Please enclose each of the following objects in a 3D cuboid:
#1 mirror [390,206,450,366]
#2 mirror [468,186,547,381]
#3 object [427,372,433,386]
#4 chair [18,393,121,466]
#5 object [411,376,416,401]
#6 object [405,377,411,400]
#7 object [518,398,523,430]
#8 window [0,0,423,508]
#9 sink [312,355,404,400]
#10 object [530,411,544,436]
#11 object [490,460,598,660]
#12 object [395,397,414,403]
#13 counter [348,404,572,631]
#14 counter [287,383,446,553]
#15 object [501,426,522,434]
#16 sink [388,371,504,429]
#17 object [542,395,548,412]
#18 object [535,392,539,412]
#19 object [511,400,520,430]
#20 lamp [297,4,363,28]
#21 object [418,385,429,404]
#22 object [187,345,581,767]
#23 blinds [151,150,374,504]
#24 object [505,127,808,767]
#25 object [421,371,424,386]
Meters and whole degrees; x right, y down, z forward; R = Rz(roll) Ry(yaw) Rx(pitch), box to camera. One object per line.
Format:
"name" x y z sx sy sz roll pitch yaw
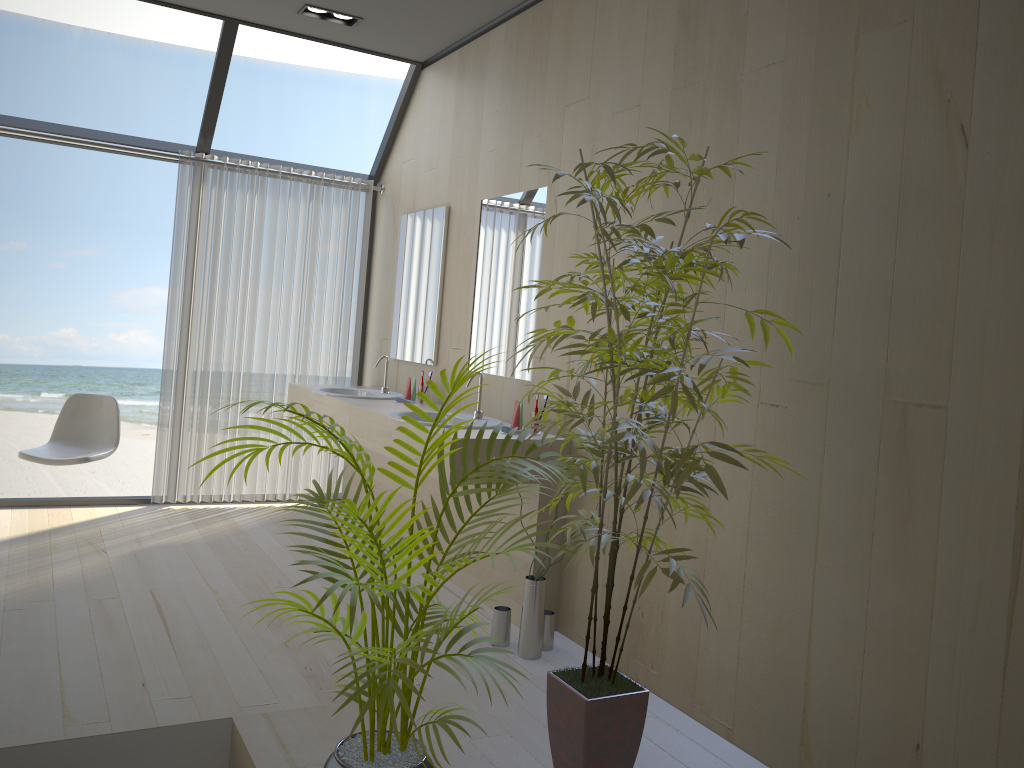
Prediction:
"mirror" -0.539 -0.562 5.092 0.023 0.868 0.655 5 1 -29
"mirror" -0.021 -0.470 4.195 0.023 0.868 0.655 5 1 -29
"object" -0.456 0.019 4.718 0.054 0.175 0.012 5 0 -3
"chair" -2.296 0.239 4.650 0.369 0.347 0.455 5 2 0
"object" -0.544 0.026 4.886 0.039 0.135 0.039 5 0 20
"object" -0.558 0.031 4.773 0.039 0.135 0.039 5 0 20
"object" 0.032 0.132 3.827 0.039 0.135 0.039 5 0 13
"window" -2.808 -0.706 4.512 4.552 2.813 0.746 3 1 -29
"sink" -0.868 0.039 4.994 0.503 0.419 0.575 4 2 -25
"object" 0.101 0.164 3.659 0.058 0.100 0.059 4 1 -18
"object" 0.151 0.643 3.393 0.406 0.749 0.274 4 0 -41
"object" -0.568 0.084 4.692 0.104 0.029 0.032 5 2 12
"counter" -0.300 0.557 3.986 0.549 0.790 1.209 4 2 -29
"counter" -0.876 0.452 5.045 0.549 0.790 1.209 4 2 -29
"object" 0.008 0.190 3.633 0.104 0.029 0.032 5 2 12
"sink" -0.293 0.145 3.935 0.503 0.419 0.575 4 2 -25
"object" 0.120 0.124 3.659 0.054 0.175 0.012 5 0 -3
"object" 0.099 0.123 3.629 0.012 0.178 0.050 5 0 10
"object" 0.018 0.137 3.714 0.039 0.135 0.039 5 0 13
"lamp" -0.939 -1.959 4.590 0.300 0.112 0.164 3 3 -29
"object" -0.475 0.058 4.718 0.058 0.100 0.058 4 1 -22
"object" -0.316 0.462 2.017 0.916 1.157 0.751 5 1 5
"blinds" -1.511 -0.312 5.455 1.180 2.071 0.084 4 0 -29
"object" 0.342 0.204 2.413 0.786 1.756 0.936 5 1 -4
"object" -0.477 0.017 4.688 0.012 0.178 0.050 5 0 10
